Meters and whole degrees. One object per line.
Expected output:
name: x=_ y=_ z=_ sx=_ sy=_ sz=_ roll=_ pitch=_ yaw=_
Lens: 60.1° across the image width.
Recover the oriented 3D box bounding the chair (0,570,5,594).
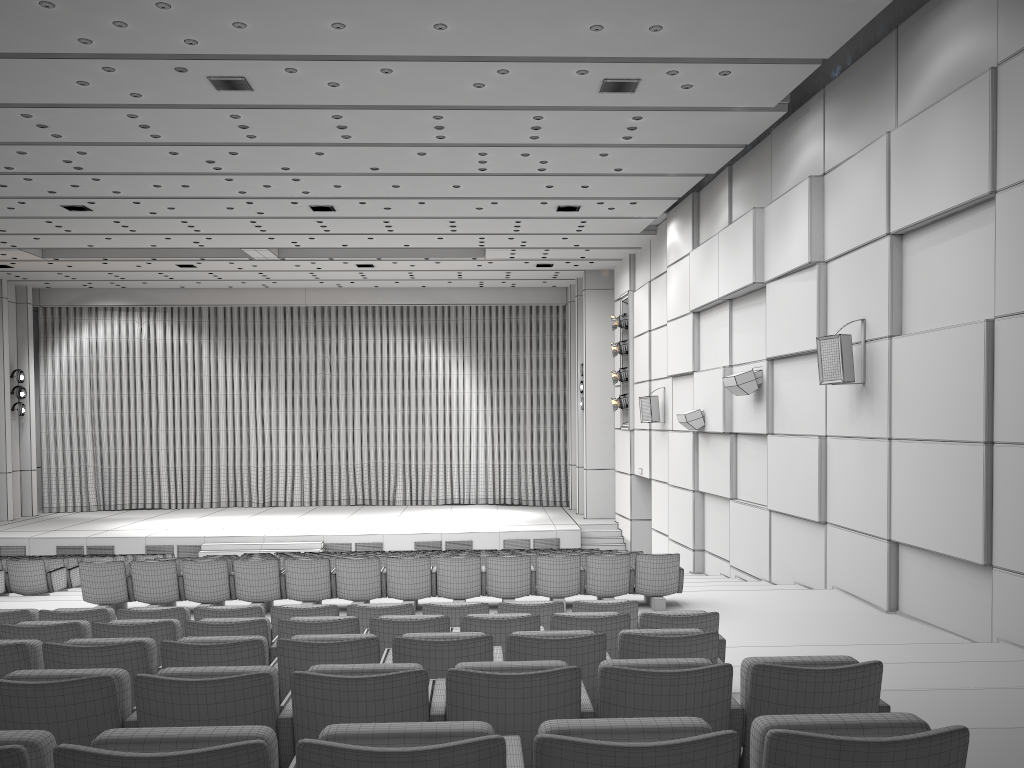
chair: x=-9.380 y=2.459 z=10.699 sx=6.050 sy=0.622 sz=0.612 roll=0 pitch=0 yaw=-2

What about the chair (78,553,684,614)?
chair: x=-1.388 y=2.211 z=9.881 sx=6.600 sy=0.622 sz=0.612 roll=0 pitch=0 yaw=-2

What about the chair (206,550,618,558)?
chair: x=-1.542 y=2.995 z=14.295 sx=6.600 sy=0.622 sz=0.612 roll=0 pitch=0 yaw=-2

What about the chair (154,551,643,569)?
chair: x=-1.465 y=2.603 z=12.088 sx=6.600 sy=0.622 sz=0.612 roll=0 pitch=0 yaw=-2

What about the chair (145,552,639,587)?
chair: x=-1.409 y=2.407 z=10.985 sx=6.050 sy=0.622 sz=0.612 roll=0 pitch=0 yaw=-2

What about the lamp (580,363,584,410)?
lamp: x=2.054 y=0.092 z=24.103 sx=0.436 sy=1.480 sz=0.385 roll=-1 pitch=1 yaw=-6

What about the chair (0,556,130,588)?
chair: x=-9.513 y=3.047 z=14.008 sx=6.600 sy=0.622 sz=0.612 roll=0 pitch=0 yaw=-2

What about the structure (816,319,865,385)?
structure: x=3.727 y=-0.361 z=10.013 sx=0.410 sy=0.745 sz=0.409 roll=-1 pitch=1 yaw=-45

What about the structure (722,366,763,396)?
structure: x=3.426 y=-0.040 z=13.094 sx=0.470 sy=0.418 sz=0.520 roll=0 pitch=-1 yaw=-6

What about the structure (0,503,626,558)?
structure: x=-5.843 y=4.124 z=24.213 sx=17.819 sy=0.846 sz=8.316 roll=0 pitch=-2 yaw=-2

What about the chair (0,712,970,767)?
chair: x=-5.458 y=1.171 z=2.091 sx=13.200 sy=0.622 sz=0.612 roll=0 pitch=0 yaw=-2

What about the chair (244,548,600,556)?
chair: x=-1.620 y=3.387 z=16.501 sx=6.600 sy=0.622 sz=0.612 roll=0 pitch=0 yaw=-2

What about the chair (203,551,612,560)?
chair: x=-1.487 y=2.799 z=13.192 sx=6.050 sy=0.622 sz=0.612 roll=0 pitch=0 yaw=-2

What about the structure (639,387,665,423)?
structure: x=2.925 y=0.440 z=18.382 sx=0.410 sy=0.745 sz=0.409 roll=-1 pitch=1 yaw=-45

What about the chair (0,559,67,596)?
chair: x=-9.435 y=2.655 z=11.801 sx=6.600 sy=0.622 sz=0.612 roll=0 pitch=0 yaw=-2

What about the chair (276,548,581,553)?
chair: x=-1.606 y=3.583 z=17.613 sx=6.050 sy=0.622 sz=0.612 roll=0 pitch=0 yaw=-2

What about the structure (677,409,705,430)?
structure: x=3.208 y=0.603 z=15.633 sx=0.470 sy=0.418 sz=0.520 roll=0 pitch=-1 yaw=-5

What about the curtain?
curtain: x=-6.033 y=0.566 z=27.240 sx=16.130 sy=6.529 sz=1.428 roll=0 pitch=2 yaw=-2

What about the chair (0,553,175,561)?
chair: x=-9.576 y=3.635 z=17.326 sx=6.050 sy=0.622 sz=0.612 roll=0 pitch=0 yaw=-2

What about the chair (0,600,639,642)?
chair: x=-5.612 y=1.955 z=6.504 sx=13.200 sy=0.622 sz=0.612 roll=0 pitch=0 yaw=-2

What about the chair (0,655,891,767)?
chair: x=-5.469 y=1.367 z=3.195 sx=13.750 sy=0.622 sz=0.612 roll=0 pitch=0 yaw=-2

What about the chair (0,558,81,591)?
chair: x=-9.457 y=2.851 z=12.905 sx=6.050 sy=0.622 sz=0.612 roll=0 pitch=0 yaw=-2

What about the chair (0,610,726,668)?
chair: x=-5.547 y=1.759 z=5.402 sx=13.750 sy=0.622 sz=0.612 roll=0 pitch=0 yaw=-2

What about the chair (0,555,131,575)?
chair: x=-9.534 y=3.243 z=15.112 sx=6.050 sy=0.622 sz=0.612 roll=0 pitch=0 yaw=-2

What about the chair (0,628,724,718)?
chair: x=-5.535 y=1.563 z=4.297 sx=13.200 sy=0.622 sz=0.612 roll=0 pitch=0 yaw=-2

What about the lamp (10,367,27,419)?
lamp: x=-13.839 y=0.245 z=24.727 sx=0.436 sy=1.480 sz=0.385 roll=0 pitch=1 yaw=2

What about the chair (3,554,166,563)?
chair: x=-9.590 y=3.439 z=16.215 sx=6.600 sy=0.622 sz=0.612 roll=0 pitch=0 yaw=-2

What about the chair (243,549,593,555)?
chair: x=-1.564 y=3.191 z=15.399 sx=6.050 sy=0.622 sz=0.612 roll=0 pitch=0 yaw=-2

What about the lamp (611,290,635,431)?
lamp: x=2.785 y=-0.540 z=21.553 sx=0.755 sy=3.344 sz=1.020 roll=-1 pitch=1 yaw=-6
